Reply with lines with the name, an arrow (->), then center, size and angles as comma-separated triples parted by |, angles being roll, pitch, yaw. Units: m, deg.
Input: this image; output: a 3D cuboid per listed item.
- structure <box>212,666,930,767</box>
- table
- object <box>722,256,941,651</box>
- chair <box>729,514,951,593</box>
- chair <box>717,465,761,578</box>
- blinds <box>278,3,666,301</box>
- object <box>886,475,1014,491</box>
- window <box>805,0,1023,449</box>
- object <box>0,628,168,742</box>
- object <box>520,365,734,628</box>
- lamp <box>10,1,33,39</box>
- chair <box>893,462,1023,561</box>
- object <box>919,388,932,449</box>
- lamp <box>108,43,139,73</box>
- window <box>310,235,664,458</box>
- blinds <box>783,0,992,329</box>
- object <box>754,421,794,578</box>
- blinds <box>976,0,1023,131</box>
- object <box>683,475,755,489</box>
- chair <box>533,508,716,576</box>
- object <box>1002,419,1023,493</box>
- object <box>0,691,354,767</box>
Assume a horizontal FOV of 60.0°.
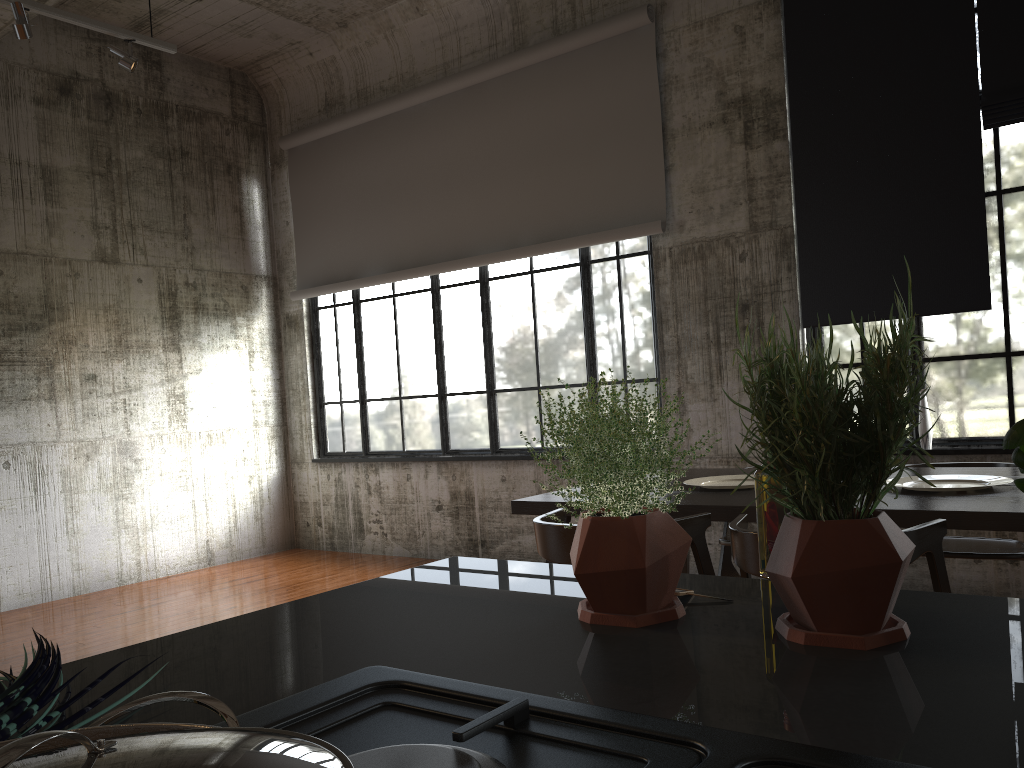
structure -> 0.097, 0.245, 0.258 | 1.098, 0.019, 0.677 | -4, -1, 37
table -> 1.981, 0.959, 4.016 | 3.706, 1.006, 1.637 | -4, -1, 37
object -> 0.327, 0.065, 0.899 | 0.196, 0.367, 0.186 | -4, 1, -13
chair -> 1.234, 1.003, 3.350 | 0.879, 0.993, 0.768 | -4, 0, 37
chair -> 1.685, 1.007, 5.305 | 0.879, 0.993, 0.768 | -4, 0, 37
blinds -> -0.643, -1.922, 8.230 | 4.470, 1.776, 0.136 | -4, 0, 37
object -> 1.934, 0.444, 3.949 | 0.526, 0.024, 0.527 | -3, -1, -43
window -> 3.596, -1.302, 5.297 | 3.815, 3.437, 0.050 | -4, 1, 37
object -> -0.410, 0.260, 0.698 | 0.184, 0.068, 0.391 | -4, -1, -7
object -> 0.126, 0.123, 1.027 | 0.221, 0.283, 0.211 | -4, 0, -45
lamp -> -3.207, -2.354, 5.799 | 0.102, 0.251, 0.165 | -4, 0, -8
chair -> 2.401, 0.952, 4.759 | 0.879, 0.993, 0.768 | -4, 0, 38
object -> 2.759, 0.233, 5.924 | 0.082, 0.411, 0.082 | -4, 1, -2
lamp -> -2.796, -2.364, 6.425 | 0.225, 0.215, 0.102 | -4, 1, -12
window -> -0.517, -0.983, 8.430 | 4.309, 3.436, 0.050 | -4, 1, 37
blinds -> 2.497, -1.702, 6.008 | 1.216, 2.535, 0.034 | -3, 1, 37
object -> 0.355, 0.149, 1.168 | 0.056, 0.208, 0.056 | -3, 1, 37
blinds -> 3.439, -2.345, 5.227 | 1.256, 1.398, 0.051 | -4, 1, 37
object -> 1.148, 0.505, 4.548 | 0.526, 0.024, 0.527 | -3, -1, -43
chair -> 0.518, 1.059, 3.896 | 0.879, 0.993, 0.768 | -4, 0, 38
object -> 0.526, 0.078, 0.757 | 0.172, 0.311, 0.178 | -3, 1, 43
object -> -0.175, 0.201, 0.186 | 0.331, 0.120, 0.730 | -3, -1, -18
